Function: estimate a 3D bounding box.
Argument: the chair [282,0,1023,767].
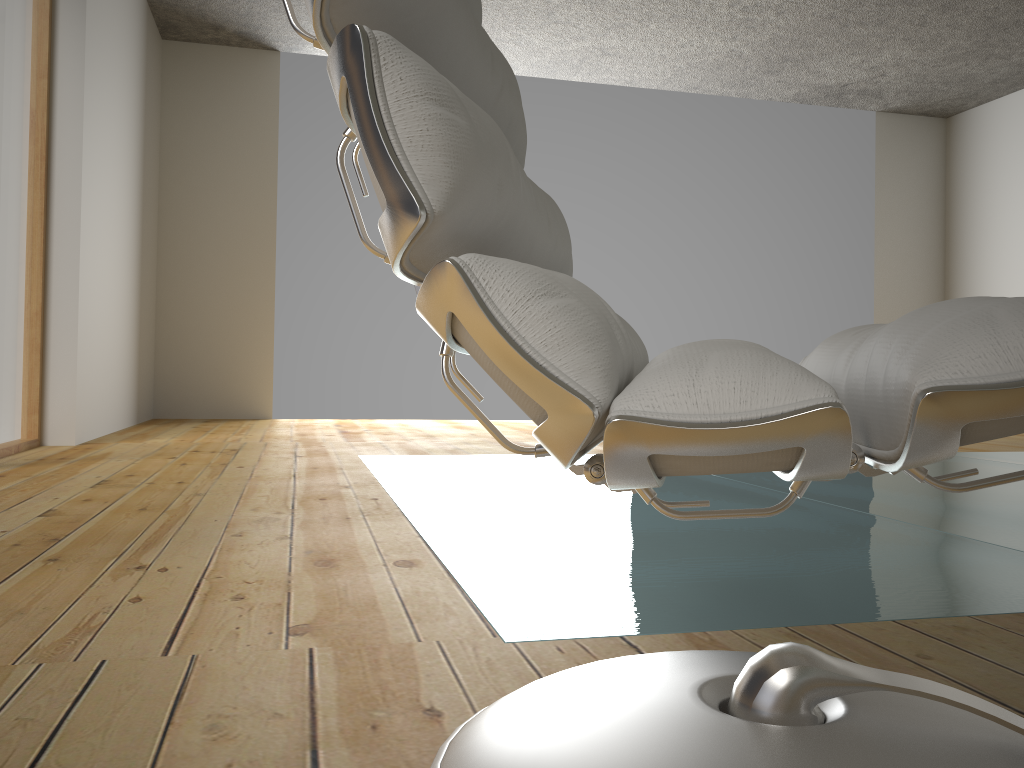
[{"bbox_3d":[0.193,-0.166,0.724,0.914,0.969,0.569,1,-1,11],"label":"chair"}]
